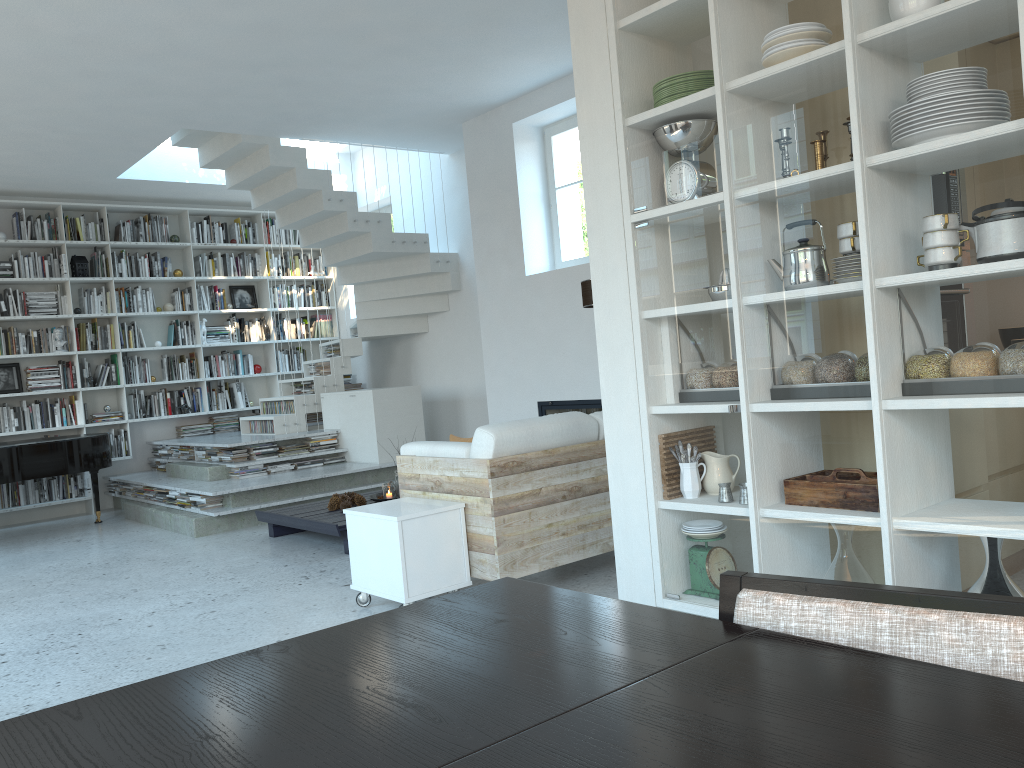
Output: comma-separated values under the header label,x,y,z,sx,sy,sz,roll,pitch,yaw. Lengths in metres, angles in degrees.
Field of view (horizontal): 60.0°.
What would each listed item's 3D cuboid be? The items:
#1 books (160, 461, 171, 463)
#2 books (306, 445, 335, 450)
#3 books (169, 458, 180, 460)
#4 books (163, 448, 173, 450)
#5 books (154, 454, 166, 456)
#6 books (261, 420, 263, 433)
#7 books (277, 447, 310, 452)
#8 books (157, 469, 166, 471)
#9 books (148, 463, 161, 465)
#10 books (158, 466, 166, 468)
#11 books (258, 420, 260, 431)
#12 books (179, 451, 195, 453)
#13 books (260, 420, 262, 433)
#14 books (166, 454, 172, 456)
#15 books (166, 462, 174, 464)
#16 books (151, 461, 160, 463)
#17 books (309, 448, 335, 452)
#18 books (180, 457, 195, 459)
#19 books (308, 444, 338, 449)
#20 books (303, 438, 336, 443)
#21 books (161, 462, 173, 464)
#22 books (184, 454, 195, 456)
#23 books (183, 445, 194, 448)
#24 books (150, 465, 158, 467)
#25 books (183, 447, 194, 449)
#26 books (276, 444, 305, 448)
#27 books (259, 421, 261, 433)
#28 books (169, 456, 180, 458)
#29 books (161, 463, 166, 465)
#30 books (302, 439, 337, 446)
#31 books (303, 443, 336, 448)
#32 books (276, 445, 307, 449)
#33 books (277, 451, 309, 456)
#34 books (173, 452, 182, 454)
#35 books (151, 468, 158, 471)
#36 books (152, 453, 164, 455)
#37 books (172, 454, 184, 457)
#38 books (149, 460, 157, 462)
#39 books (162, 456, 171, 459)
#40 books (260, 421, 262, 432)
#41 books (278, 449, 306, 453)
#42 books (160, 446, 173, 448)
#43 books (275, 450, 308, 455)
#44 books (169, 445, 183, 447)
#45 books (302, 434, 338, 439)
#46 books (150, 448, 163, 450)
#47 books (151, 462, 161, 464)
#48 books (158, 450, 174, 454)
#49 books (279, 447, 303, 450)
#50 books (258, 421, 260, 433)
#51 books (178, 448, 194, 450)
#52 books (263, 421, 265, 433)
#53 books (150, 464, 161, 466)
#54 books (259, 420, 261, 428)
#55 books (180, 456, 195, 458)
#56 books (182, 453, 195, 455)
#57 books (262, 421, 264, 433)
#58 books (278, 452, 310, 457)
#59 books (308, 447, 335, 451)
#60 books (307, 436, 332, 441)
label,x,y,z,sx,sy,sz,roll,pitch,yaw
books,-3.564,0.805,9.271,0.149,0.014,0.228,-6,2,-41
books,-1.841,0.606,8.470,0.262,0.016,0.132,-6,2,-44
books,-3.350,0.748,9.037,0.183,0.012,0.296,-6,2,-40
books,-3.542,0.668,9.276,0.143,0.012,0.264,-6,2,-34
books,-3.722,0.755,9.502,0.163,0.017,0.232,-6,2,-37
books,-2.494,0.429,9.057,0.125,0.125,0.008,-6,2,-39
books,-2.054,0.609,8.259,0.273,0.014,0.188,-6,2,-44
books,-3.574,0.884,9.260,0.186,0.009,0.261,-6,2,-36
books,-3.772,0.846,9.503,0.184,0.006,0.262,-6,2,-38
books,-3.572,0.857,9.263,0.180,0.017,0.183,-6,2,-42
books,-2.553,0.433,9.129,0.125,0.125,0.007,-6,2,-39
books,-3.173,0.665,8.814,0.178,0.017,0.293,-6,2,-38
books,-2.513,0.431,9.081,0.125,0.125,0.008,-6,2,-39
books,-3.526,0.737,9.287,0.131,0.021,0.240,-6,2,-37
books,-3.381,0.808,9.020,0.181,0.017,0.250,-6,2,-42
books,-3.766,0.825,9.508,0.152,0.015,0.208,-6,2,-34
books,-1.829,0.627,8.459,0.220,0.011,0.177,-6,2,-41
books,-3.173,0.728,8.811,0.182,0.011,0.253,-6,2,-35
books,-1.826,0.593,8.450,0.280,0.008,0.181,-6,2,-34
books,-1.833,0.539,8.451,0.261,0.012,0.179,-6,2,-35
books,-3.565,0.817,9.270,0.144,0.009,0.249,-6,2,-35
books,-3.154,0.698,8.828,0.138,0.017,0.237,-6,2,-40
books,-3.169,0.608,8.819,0.139,0.028,0.262,-6,2,-34
books,-3.762,0.871,9.510,0.170,0.012,0.215,-6,2,-39
books,-3.159,0.628,8.827,0.128,0.013,0.296,-6,2,-41
books,-2.064,0.574,8.265,0.203,0.011,0.173,-6,2,-44
books,-2.529,0.432,9.099,0.125,0.125,0.008,-6,2,-39
books,-3.355,0.737,9.034,0.190,0.012,0.235,-6,2,-41
books,-3.560,0.829,9.274,0.137,0.018,0.200,-6,2,-43
books,-1.836,0.560,8.458,0.283,0.030,0.177,-6,2,-38
books,-1.839,0.582,8.466,0.267,0.014,0.160,-6,2,-40
books,-2.067,0.586,8.271,0.245,0.013,0.172,-6,2,-40
books,-2.057,0.648,8.268,0.287,0.005,0.165,-6,2,-34
books,-3.343,0.697,9.045,0.154,0.018,0.221,-6,2,-40
books,-3.757,0.905,9.512,0.163,0.019,0.187,-6,2,-40
books,-3.730,0.739,9.496,0.174,0.017,0.265,-6,2,-36
books,-3.350,0.719,9.039,0.164,0.023,0.242,-6,2,-35
books,-3.772,0.814,9.504,0.173,0.009,0.240,-6,2,-37
books,-3.539,0.758,9.276,0.173,0.017,0.233,-6,2,-40
books,-2.509,0.430,9.075,0.125,0.125,0.009,-6,2,-39
books,-2.062,0.624,8.271,0.214,0.015,0.177,-6,2,-38
books,-3.544,0.654,9.275,0.163,0.018,0.290,-6,2,-40
books,-2.071,0.639,8.284,0.293,0.014,0.134,-6,2,-42
books,-3.360,0.625,9.034,0.164,0.015,0.243,-6,2,-44
books,-1.834,0.502,8.447,0.285,0.013,0.181,-6,2,-44
books,-3.737,0.683,9.493,0.171,0.015,0.253,-6,2,-44
books,-3.766,0.837,9.508,0.159,0.009,0.210,-6,2,-35
books,-3.553,0.698,9.266,0.189,0.030,0.237,-6,2,-42
books,-2.069,0.597,8.275,0.179,0.010,0.160,-6,2,-37
books,-2.543,0.433,9.117,0.125,0.125,0.008,-6,2,-39
books,-3.178,0.641,8.810,0.186,0.009,0.261,-6,2,-40
books,-2.465,0.428,9.022,0.125,0.125,0.007,-6,2,-39
books,-3.760,0.859,9.512,0.158,0.012,0.278,-6,2,-40
books,-2.534,0.432,9.105,0.125,0.125,0.007,-6,2,-39
books,-3.169,0.715,8.815,0.177,0.014,0.247,-6,2,-41
books,-3.164,0.682,8.820,0.159,0.018,0.203,-6,2,-41
books,-2.480,0.429,9.040,0.125,0.125,0.008,-6,2,-39
books,-2.057,0.654,8.269,0.291,0.007,0.174,-6,2,-36
books,-1.836,0.617,8.466,0.259,0.009,0.152,-6,2,-42
books,-1.839,0.521,8.456,0.192,0.024,0.167,-6,2,-34
